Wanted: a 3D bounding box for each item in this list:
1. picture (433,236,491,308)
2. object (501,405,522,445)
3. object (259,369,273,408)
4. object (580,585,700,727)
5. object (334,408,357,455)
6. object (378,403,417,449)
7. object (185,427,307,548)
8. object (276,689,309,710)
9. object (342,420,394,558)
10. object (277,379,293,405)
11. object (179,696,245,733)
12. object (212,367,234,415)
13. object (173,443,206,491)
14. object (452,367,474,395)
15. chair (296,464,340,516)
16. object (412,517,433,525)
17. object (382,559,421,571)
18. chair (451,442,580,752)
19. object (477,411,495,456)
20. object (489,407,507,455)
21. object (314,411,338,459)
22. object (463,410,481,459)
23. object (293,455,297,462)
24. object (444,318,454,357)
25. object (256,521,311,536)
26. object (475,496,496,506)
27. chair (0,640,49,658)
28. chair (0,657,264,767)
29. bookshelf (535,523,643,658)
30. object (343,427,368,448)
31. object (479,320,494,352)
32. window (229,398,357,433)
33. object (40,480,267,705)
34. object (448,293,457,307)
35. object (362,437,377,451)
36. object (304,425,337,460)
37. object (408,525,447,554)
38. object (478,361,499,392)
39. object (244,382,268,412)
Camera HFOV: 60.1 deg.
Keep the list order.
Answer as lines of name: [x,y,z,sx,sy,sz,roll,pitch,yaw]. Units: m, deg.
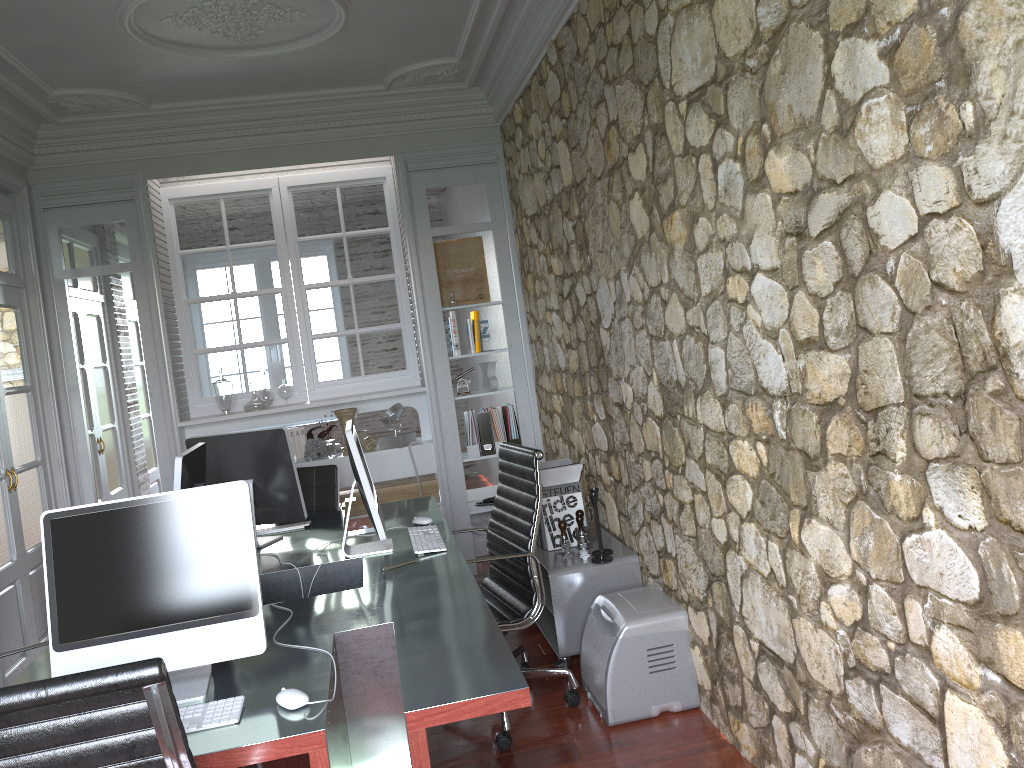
picture: [-0.324,-0.720,5.699,0.326,0.434,0.009,-8,1,-10]
object: [-0.002,0.286,5.738,0.078,0.278,0.239,-8,2,-5]
object: [-1.548,0.041,5.556,0.088,0.271,0.088,-8,1,-15]
object: [0.468,1.036,3.457,0.363,0.387,0.400,-8,2,-10]
object: [-1.023,0.296,5.524,0.143,0.278,0.143,-8,1,4]
object: [-0.736,0.259,5.579,0.166,0.272,0.189,-7,2,25]
object: [-1.143,0.444,3.773,0.483,0.485,0.190,-7,1,15]
object: [-0.495,0.701,1.984,0.059,0.028,0.106,-10,4,-41]
object: [-0.582,0.394,3.387,0.190,0.485,0.484,-8,2,-9]
object: [-1.439,0.065,5.621,0.094,0.188,0.094,-8,1,-35]
object: [-0.816,0.754,1.935,0.439,0.017,0.118,-8,4,-10]
object: [-1.784,0.055,5.476,0.129,0.315,0.129,-7,1,15]
object: [-1.157,0.479,3.261,0.190,0.485,0.484,-8,2,-9]
object: [-0.327,-0.016,5.652,0.177,0.161,0.093,-7,1,18]
chair: [-1.136,0.923,4.427,0.474,0.919,0.603,-7,1,20]
object: [-0.378,0.573,3.725,0.106,0.028,0.059,-5,4,42]
object: [-0.382,0.626,3.072,0.149,0.011,0.011,-10,3,-34]
chair: [-0.155,0.798,3.489,0.700,1.022,0.665,-8,1,-14]
object: [-0.173,0.310,5.730,0.078,0.278,0.245,-8,2,-4]
object: [-0.086,0.300,5.708,0.078,0.278,0.239,-8,2,-3]
object: [-1.124,0.310,5.456,0.128,0.287,0.128,-9,1,-43]
object: [-0.259,0.323,5.702,0.078,0.278,0.239,-8,2,-1]
object: [-1.351,0.462,5.418,0.066,0.041,0.066,-6,3,38]
object: [-0.435,-0.299,5.720,0.078,0.249,0.115,-8,1,-10]
object: [-1.131,0.664,3.994,0.439,0.017,0.118,-8,4,-10]
object: [-0.073,0.751,5.774,0.292,0.040,0.239,-5,4,36]
chair: [-1.522,1.039,2.602,0.700,1.022,0.665,-8,1,-15]
chair: [-0.808,0.997,1.753,0.666,1.022,0.699,-8,1,-5]
bookshelf: [0.261,0.971,4.362,0.437,0.459,1.195,-8,3,-9]
object: [-1.024,0.344,5.776,0.160,0.153,0.216,-9,3,-24]
object: [-0.174,-0.338,5.765,0.078,0.249,0.115,-8,1,-10]
window: [-2.479,-0.451,9.132,1.541,1.938,0.127,-8,1,-10]
object: [-0.859,0.511,2.157,0.484,0.485,0.189,-8,1,-10]
object: [-0.376,-0.533,5.601,0.056,0.090,0.056,-8,1,-7]
object: [-0.894,0.374,5.550,0.093,0.087,0.092,-7,2,27]
object: [-1.225,0.368,5.610,0.158,0.179,0.384,-7,3,16]
object: [-0.329,0.594,3.401,0.119,0.017,0.439,-8,4,-9]
object: [-0.146,-0.047,5.711,0.063,0.188,0.126,-8,2,-37]
object: [-1.576,0.089,5.430,0.148,0.200,0.147,-8,2,-27]
